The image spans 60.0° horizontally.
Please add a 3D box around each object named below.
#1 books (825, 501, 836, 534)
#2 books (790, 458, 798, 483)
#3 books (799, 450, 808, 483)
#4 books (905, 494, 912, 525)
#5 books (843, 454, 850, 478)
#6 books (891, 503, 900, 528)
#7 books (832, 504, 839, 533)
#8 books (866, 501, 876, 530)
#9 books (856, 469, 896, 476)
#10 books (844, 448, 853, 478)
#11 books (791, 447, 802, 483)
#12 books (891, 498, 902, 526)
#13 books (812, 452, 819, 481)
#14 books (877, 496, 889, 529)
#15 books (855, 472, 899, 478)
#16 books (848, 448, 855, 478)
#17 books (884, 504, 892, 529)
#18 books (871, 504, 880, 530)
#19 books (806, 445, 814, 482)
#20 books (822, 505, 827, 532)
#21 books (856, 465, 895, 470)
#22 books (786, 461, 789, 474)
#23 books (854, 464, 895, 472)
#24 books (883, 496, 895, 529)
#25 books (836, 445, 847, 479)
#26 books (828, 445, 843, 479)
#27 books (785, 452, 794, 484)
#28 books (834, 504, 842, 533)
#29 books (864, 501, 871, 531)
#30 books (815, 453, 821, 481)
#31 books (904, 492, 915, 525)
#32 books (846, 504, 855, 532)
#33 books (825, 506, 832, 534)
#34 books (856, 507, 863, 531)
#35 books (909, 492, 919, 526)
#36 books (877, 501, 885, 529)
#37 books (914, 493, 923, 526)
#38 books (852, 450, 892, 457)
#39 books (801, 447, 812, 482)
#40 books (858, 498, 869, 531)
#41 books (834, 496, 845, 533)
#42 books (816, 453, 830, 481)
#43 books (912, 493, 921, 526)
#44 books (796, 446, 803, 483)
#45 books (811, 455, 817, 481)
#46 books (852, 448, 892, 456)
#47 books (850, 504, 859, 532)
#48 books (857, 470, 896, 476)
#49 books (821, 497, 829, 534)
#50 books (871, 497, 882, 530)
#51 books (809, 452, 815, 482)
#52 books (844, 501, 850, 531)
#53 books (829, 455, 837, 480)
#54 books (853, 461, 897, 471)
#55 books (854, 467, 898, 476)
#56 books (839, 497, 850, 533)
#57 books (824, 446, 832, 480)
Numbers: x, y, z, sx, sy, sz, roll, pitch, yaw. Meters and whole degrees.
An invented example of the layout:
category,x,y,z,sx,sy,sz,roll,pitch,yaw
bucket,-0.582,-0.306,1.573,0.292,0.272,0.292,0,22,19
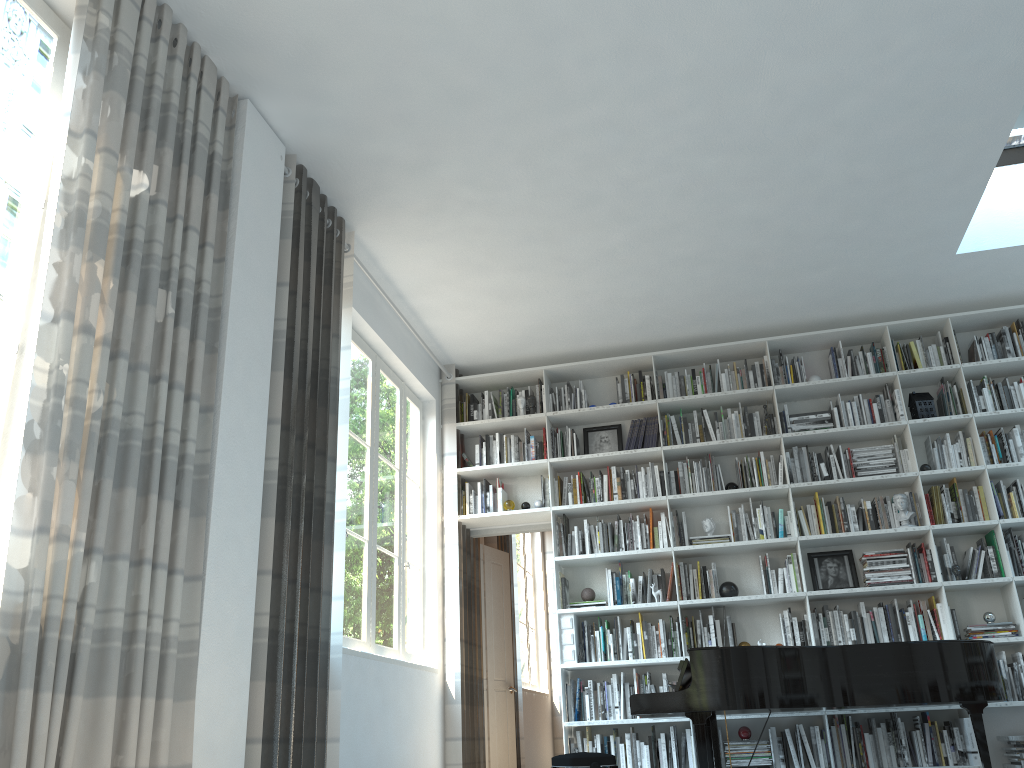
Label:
category,x,y,z,sx,sy,sz,roll,pitch,yaw
books,2.230,0.963,6.196,0.028,0.258,0.135,-7,-22,11
books,2.020,0.660,6.362,0.027,0.227,0.148,-7,-22,11
books,2.078,0.625,6.333,0.025,0.265,0.186,-7,-22,11
books,2.702,0.897,6.084,0.025,0.258,0.131,-7,-22,11
books,2.362,0.618,6.279,0.024,0.215,0.133,-7,-22,11
books,2.629,0.934,6.089,0.035,0.200,0.150,-7,-22,11
books,2.245,0.968,6.168,0.012,0.227,0.170,-7,-22,11
books,2.462,0.938,6.112,0.029,0.223,0.186,-7,-22,11
books,2.549,0.634,6.229,0.254,0.012,0.161,-7,-23,11
books,2.379,0.599,6.273,0.015,0.244,0.183,-7,-22,11
books,2.040,0.618,6.353,0.026,0.296,0.180,-7,-22,11
books,2.654,0.906,6.104,0.014,0.262,0.135,-7,-22,11
books,2.161,0.625,6.321,0.014,0.249,0.173,-7,-22,11
books,2.554,0.914,6.108,0.025,0.257,0.151,-7,-22,11
books,2.551,0.657,6.220,0.285,0.012,0.160,-8,-23,12
books,2.389,0.592,6.259,0.013,0.246,0.177,-7,-22,11
books,2.581,0.941,6.109,0.022,0.206,0.114,-7,-22,11
books,2.491,0.946,6.104,0.029,0.199,0.179,-7,-22,11
books,2.125,0.607,6.339,0.011,0.299,0.180,-7,-22,11
books,2.176,0.972,6.194,0.010,0.243,0.150,-7,-22,11
books,2.548,0.611,6.236,0.254,0.012,0.161,-8,-23,13
books,1.974,0.651,6.371,0.012,0.253,0.161,-7,-22,11
books,2.547,0.599,6.241,0.254,0.012,0.161,-6,-23,10
books,2.600,0.912,6.108,0.024,0.258,0.127,-7,-22,11
books,2.336,0.591,6.279,0.021,0.268,0.192,-7,-22,11
books,2.304,0.590,6.303,0.049,0.290,0.163,-7,-22,11
books,1.990,0.639,6.360,0.026,0.266,0.171,-7,-22,11
books,2.265,0.965,6.173,0.025,0.235,0.137,-7,-22,11
books,2.446,0.940,6.127,0.010,0.233,0.175,-7,-22,11
books,2.174,0.629,6.318,0.011,0.238,0.148,-7,-22,11
books,2.729,0.889,6.092,0.025,0.278,0.108,-7,-22,11
books,2.338,0.961,6.147,0.024,0.215,0.176,-7,-22,11
books,2.204,0.978,6.190,0.024,0.227,0.148,-7,-22,11
books,2.407,0.966,6.142,0.050,0.198,0.146,-7,-22,11
books,2.744,0.887,6.071,0.014,0.265,0.154,-7,-22,11
books,2.534,0.937,6.125,0.025,0.229,0.143,-7,-22,11
books,2.780,0.891,6.082,0.023,0.263,0.107,-7,-22,11
books,2.543,0.508,6.277,0.254,0.012,0.161,-8,-23,13
books,2.107,0.615,6.349,0.029,0.294,0.151,-7,-22,11
books,2.435,0.931,6.138,0.014,0.257,0.162,-7,-22,11
books,2.281,0.937,6.171,0.013,0.282,0.177,-7,-22,11
books,2.211,0.624,6.304,0.066,0.235,0.154,-7,-22,11
books,2.760,0.892,6.078,0.014,0.260,0.137,-7,-22,11
books,2.064,0.615,6.369,0.014,0.311,0.134,-7,-22,11
books,2.149,0.636,6.325,0.014,0.232,0.147,-7,-22,11
books,2.544,0.499,6.285,0.254,0.012,0.161,-7,-23,12
books,2.365,0.959,6.142,0.030,0.214,0.169,-7,-22,11
books,2.550,0.646,6.227,0.254,0.012,0.161,-7,-23,12
books,2.181,0.948,6.183,0.010,0.279,0.171,-7,-22,11
books,2.508,0.919,6.098,0.012,0.244,0.186,-7,-22,11
books,2.137,0.629,6.330,0.011,0.251,0.153,-7,-22,11
books,2.323,0.952,6.169,0.011,0.250,0.131,-7,-22,11
books,2.278,0.627,6.293,0.024,0.215,0.148,-7,-22,11
books,2.547,0.589,6.247,0.285,0.012,0.160,-8,-23,12
books,2.548,0.621,6.230,0.285,0.012,0.160,-6,-22,9
books,2.298,0.937,6.151,0.028,0.266,0.190,-7,-22,11
books,2.256,0.600,6.316,0.022,0.284,0.131,-7,-22,11
